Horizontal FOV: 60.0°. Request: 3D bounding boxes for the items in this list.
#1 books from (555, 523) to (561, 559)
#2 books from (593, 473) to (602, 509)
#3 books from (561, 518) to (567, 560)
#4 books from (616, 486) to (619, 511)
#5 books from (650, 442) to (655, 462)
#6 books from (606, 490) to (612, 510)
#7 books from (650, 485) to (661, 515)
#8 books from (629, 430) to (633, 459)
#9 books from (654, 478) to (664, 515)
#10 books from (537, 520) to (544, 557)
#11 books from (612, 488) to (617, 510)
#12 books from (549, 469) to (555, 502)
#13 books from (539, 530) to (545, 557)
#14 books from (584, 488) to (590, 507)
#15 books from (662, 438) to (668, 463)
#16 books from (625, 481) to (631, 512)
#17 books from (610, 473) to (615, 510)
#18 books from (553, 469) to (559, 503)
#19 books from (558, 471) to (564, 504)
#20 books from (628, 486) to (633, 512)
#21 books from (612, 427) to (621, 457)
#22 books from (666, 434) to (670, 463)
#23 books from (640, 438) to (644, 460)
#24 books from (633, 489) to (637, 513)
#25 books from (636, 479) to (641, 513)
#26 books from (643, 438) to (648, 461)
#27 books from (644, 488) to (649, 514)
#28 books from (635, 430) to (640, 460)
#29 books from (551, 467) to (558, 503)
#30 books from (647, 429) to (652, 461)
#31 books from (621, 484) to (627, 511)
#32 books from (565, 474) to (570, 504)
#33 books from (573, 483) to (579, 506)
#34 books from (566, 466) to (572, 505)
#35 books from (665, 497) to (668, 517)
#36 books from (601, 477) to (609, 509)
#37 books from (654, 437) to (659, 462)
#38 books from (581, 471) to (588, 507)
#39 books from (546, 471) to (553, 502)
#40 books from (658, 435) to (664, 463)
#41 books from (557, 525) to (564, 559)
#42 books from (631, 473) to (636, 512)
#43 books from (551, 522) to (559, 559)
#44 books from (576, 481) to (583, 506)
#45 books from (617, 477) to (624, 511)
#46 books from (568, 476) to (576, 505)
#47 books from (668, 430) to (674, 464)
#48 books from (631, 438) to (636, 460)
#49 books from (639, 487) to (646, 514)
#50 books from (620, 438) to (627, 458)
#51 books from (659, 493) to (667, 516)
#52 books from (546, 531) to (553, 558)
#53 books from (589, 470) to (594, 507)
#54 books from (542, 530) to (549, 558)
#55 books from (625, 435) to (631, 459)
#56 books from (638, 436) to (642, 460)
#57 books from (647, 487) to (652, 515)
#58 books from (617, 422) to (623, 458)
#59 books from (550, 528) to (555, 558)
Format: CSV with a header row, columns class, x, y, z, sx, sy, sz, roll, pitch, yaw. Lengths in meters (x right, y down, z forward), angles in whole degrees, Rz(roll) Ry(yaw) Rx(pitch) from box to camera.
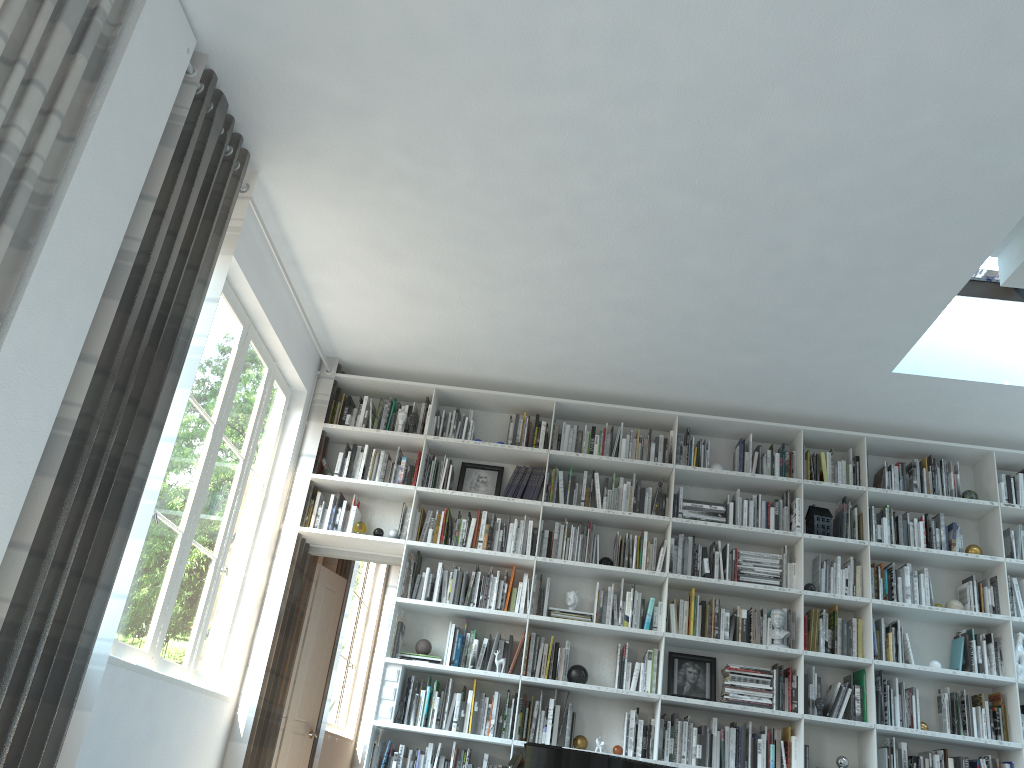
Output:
class,x,y,z,sx,sy,sz,roll,pitch,yaw
books,0.302,1.076,5.882,0.012,0.275,0.158,6,-25,4
books,0.578,0.766,6.015,0.075,0.284,0.179,6,-25,4
books,0.340,1.067,5.901,0.011,0.315,0.155,6,-25,4
books,0.706,0.819,5.997,0.010,0.207,0.174,6,-25,4
books,0.959,0.521,6.122,0.031,0.184,0.177,6,-25,4
books,0.649,0.826,5.996,0.028,0.179,0.169,6,-25,4
books,0.960,0.821,5.987,0.055,0.262,0.167,6,-25,4
books,0.817,0.473,6.164,0.014,0.268,0.157,6,-25,4
books,0.978,0.805,5.993,0.058,0.301,0.176,6,-25,4
books,0.187,1.066,5.908,0.012,0.283,0.160,6,-25,4
books,0.689,0.827,6.023,0.024,0.211,0.128,6,-25,4
books,0.271,0.737,6.047,0.013,0.282,0.159,6,-25,4
books,0.195,1.095,5.876,0.015,0.207,0.187,6,-25,4
books,0.505,0.813,6.014,0.034,0.179,0.161,6,-25,4
books,1.044,0.511,6.122,0.026,0.224,0.173,6,-25,4
books,0.775,0.806,6.010,0.028,0.259,0.136,6,-25,4
books,0.677,0.771,6.020,0.012,0.306,0.146,6,-25,4
books,0.296,0.738,6.044,0.010,0.286,0.149,6,-25,4
books,0.334,0.751,6.045,0.067,0.273,0.168,6,-25,4
books,0.793,0.820,5.999,0.013,0.230,0.142,6,-25,4
books,0.714,0.453,6.159,0.052,0.271,0.173,6,-25,4
books,1.067,0.498,6.136,0.014,0.266,0.172,6,-25,4
books,0.890,0.499,6.124,0.013,0.206,0.178,6,-25,4
books,0.822,0.836,6.003,0.024,0.212,0.150,6,-25,4
books,0.849,0.805,6.019,0.022,0.289,0.147,6,-25,4
books,0.909,0.503,6.118,0.026,0.199,0.188,6,-25,4
books,0.896,0.834,5.986,0.022,0.221,0.161,6,-25,4
books,0.859,0.471,6.143,0.014,0.265,0.193,6,-25,4
books,0.286,0.736,6.070,0.014,0.307,0.130,6,-25,4
books,0.944,0.476,6.150,0.013,0.284,0.160,6,-25,4
books,0.748,0.811,5.987,0.021,0.225,0.192,6,-25,4
books,0.371,0.758,6.032,0.011,0.258,0.158,6,-25,4
books,0.426,0.794,6.022,0.024,0.200,0.154,6,-25,4
books,0.386,0.731,6.035,0.012,0.313,0.172,6,-25,4
books,1.037,0.875,5.995,0.019,0.193,0.098,6,-25,4
books,0.628,0.788,6.021,0.027,0.264,0.169,6,-25,4
books,0.990,0.505,6.140,0.026,0.236,0.150,6,-25,4
books,0.484,0.755,6.030,0.023,0.292,0.156,6,-25,4
books,0.251,0.741,6.029,0.023,0.255,0.175,6,-25,4
books,1.019,0.501,6.150,0.029,0.260,0.152,6,-25,4
books,0.319,1.084,5.879,0.024,0.261,0.178,6,-25,4
books,0.810,0.780,6.006,0.011,0.312,0.184,6,-25,4
books,0.284,1.074,5.888,0.026,0.278,0.151,6,-25,4
books,0.453,0.786,6.017,0.029,0.218,0.158,6,-25,4
books,0.729,0.792,6.023,0.026,0.285,0.138,6,-25,4
books,0.402,0.767,6.019,0.031,0.240,0.182,6,-25,4
books,1.088,0.488,6.135,0.026,0.287,0.177,6,-25,4
books,0.834,0.504,6.159,0.029,0.212,0.142,6,-25,4
books,0.870,0.832,5.984,0.030,0.217,0.183,6,-25,4
books,0.763,0.499,6.143,0.031,0.189,0.182,6,-25,4
books,1.015,0.861,5.994,0.028,0.211,0.135,6,-25,4
books,0.244,1.105,5.896,0.024,0.218,0.140,6,-25,4
books,0.537,0.759,6.047,0.013,0.314,0.136,6,-25,4
books,0.218,1.100,5.900,0.029,0.224,0.137,6,-25,4
books,0.795,0.485,6.158,0.026,0.234,0.135,6,-25,4
books,0.874,0.493,6.141,0.021,0.227,0.161,6,-25,4
books,0.920,0.837,6.002,0.024,0.236,0.153,6,-25,4
books,0.749,0.443,6.177,0.014,0.314,0.167,6,-25,4
books,0.263,1.092,5.887,0.012,0.239,0.134,6,-25,4
